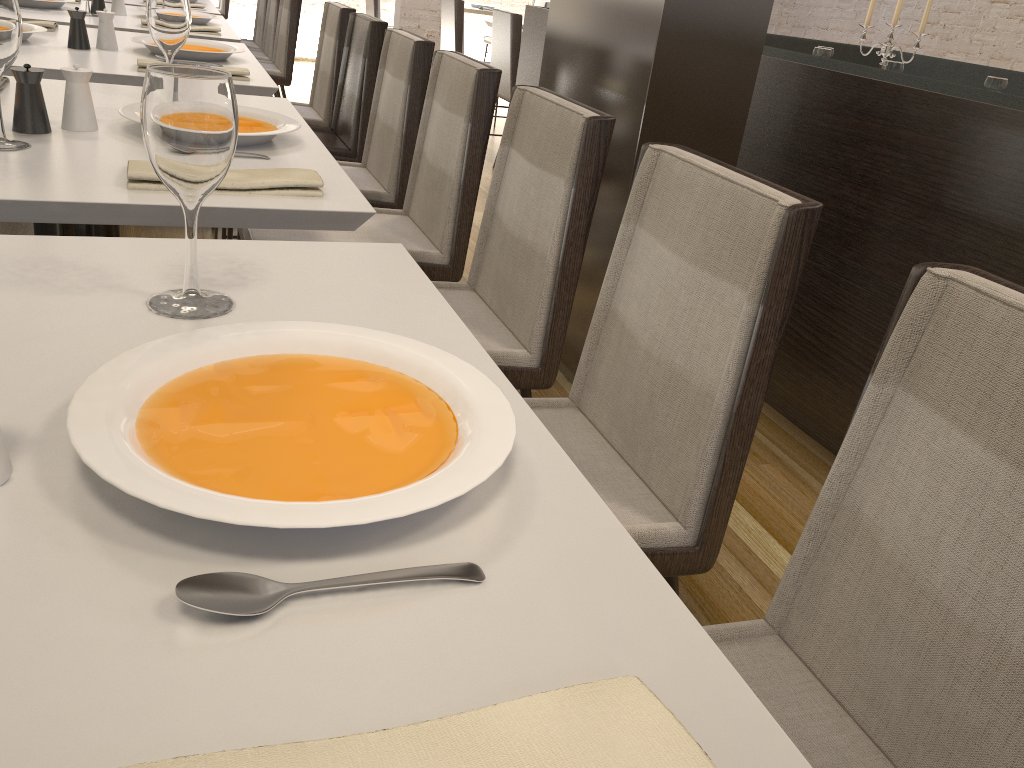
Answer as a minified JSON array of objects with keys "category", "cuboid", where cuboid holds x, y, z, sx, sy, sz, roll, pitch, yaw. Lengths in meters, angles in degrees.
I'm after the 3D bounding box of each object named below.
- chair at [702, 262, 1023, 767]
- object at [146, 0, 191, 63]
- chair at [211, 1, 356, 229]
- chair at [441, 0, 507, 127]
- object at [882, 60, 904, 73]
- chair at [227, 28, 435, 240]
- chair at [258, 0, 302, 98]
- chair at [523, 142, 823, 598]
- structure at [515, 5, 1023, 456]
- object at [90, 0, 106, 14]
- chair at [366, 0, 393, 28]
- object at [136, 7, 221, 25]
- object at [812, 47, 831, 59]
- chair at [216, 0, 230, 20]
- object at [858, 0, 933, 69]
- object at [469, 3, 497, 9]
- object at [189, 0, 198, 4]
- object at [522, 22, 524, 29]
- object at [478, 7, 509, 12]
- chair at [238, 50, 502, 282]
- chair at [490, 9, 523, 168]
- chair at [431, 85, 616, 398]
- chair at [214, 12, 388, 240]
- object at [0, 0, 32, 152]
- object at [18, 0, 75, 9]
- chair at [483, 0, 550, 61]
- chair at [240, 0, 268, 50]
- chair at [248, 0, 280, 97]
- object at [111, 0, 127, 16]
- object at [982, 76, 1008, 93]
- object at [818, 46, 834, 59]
[{"category":"chair","cuboid":[0.201,0.373,0.804,0.566,0.892,0.418,-2,25,-22]},{"category":"object","cuboid":[-0.702,-0.683,1.814,0.087,0.227,0.087,16,24,17]},{"category":"chair","cuboid":[-0.986,-1.137,3.711,0.566,0.892,0.418,-2,25,-22]},{"category":"chair","cuboid":[-0.257,-2.343,6.552,0.566,0.892,0.418,-2,25,-22]},{"category":"object","cuboid":[1.545,-1.211,3.654,0.086,0.227,0.087,13,24,11]},{"category":"chair","cuboid":[-0.590,-0.633,2.739,0.566,0.892,0.418,-2,25,-22]},{"category":"chair","cuboid":[-1.474,-1.757,4.904,0.566,0.892,0.418,-2,25,-22]},{"category":"chair","cuboid":[0.007,0.126,1.279,0.566,0.892,0.418,-2,25,-22]},{"category":"structure","cuboid":[2.966,0.851,0.510,2.372,0.986,10.905,-2,26,-21]},{"category":"object","cuboid":[-1.596,-1.484,3.415,0.059,0.108,0.060,13,24,11]},{"category":"chair","cuboid":[-1.188,-3.527,8.830,0.566,0.892,0.418,-2,25,-22]},{"category":"object","cuboid":[-1.352,-1.489,3.595,0.322,0.035,0.326,14,25,12]},{"category":"object","cuboid":[1.388,-1.411,4.039,0.086,0.227,0.087,13,24,11]},{"category":"chair","cuboid":[-2.864,-3.460,8.165,0.566,0.892,0.418,-2,25,-22]},{"category":"object","cuboid":[1.626,-1.500,3.799,0.131,0.647,0.396,3,24,-12]},{"category":"object","cuboid":[-0.301,-3.853,9.045,0.322,0.035,0.326,13,25,10]},{"category":"object","cuboid":[-1.733,-1.975,4.529,0.322,0.035,0.326,14,25,12]},{"category":"object","cuboid":[0.144,-2.636,6.544,0.323,0.035,0.325,18,26,20]},{"category":"object","cuboid":[-0.179,-3.688,8.742,0.273,0.032,0.145,-2,26,-22]},{"category":"chair","cuboid":[-0.393,-0.382,2.258,0.566,0.892,0.418,-2,25,-22]},{"category":"chair","cuboid":[0.135,-1.844,5.591,0.566,0.892,0.418,-2,25,-22]},{"category":"chair","cuboid":[-0.188,-0.122,1.757,0.566,0.892,0.418,-2,25,-22]},{"category":"chair","cuboid":[-0.793,-0.892,3.239,0.566,0.892,0.418,-2,25,-22]},{"category":"object","cuboid":[-0.782,-0.474,1.336,0.087,0.227,0.087,16,24,17]},{"category":"object","cuboid":[-1.852,-1.470,3.398,0.322,0.035,0.326,14,25,12]},{"category":"chair","cuboid":[0.031,-3.576,9.315,0.566,0.892,0.418,-2,25,-22]},{"category":"chair","cuboid":[-1.867,-2.258,5.868,0.566,0.892,0.418,-2,25,-22]},{"category":"chair","cuboid":[-1.668,-2.004,5.379,0.566,0.892,0.418,-2,25,-22]},{"category":"object","cuboid":[-1.546,-1.507,3.480,0.059,0.108,0.060,13,24,11]},{"category":"object","cuboid":[1.883,-1.094,3.505,0.086,0.227,0.087,13,24,11]},{"category":"object","cuboid":[1.479,-1.500,4.260,0.087,0.227,0.087,24,28,33]}]
